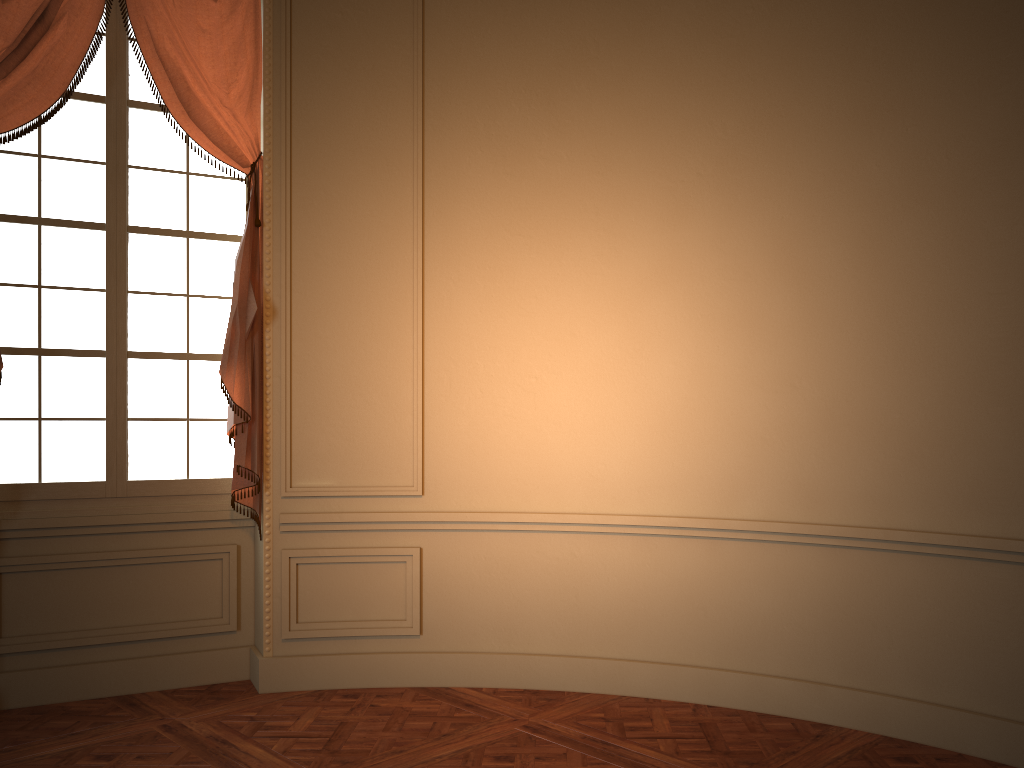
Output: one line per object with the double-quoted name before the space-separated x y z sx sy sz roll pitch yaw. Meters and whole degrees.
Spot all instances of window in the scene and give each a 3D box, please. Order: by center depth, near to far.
"window" -1.947 -0.776 4.363 1.330 2.840 0.046 0 0 -26

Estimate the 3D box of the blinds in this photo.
"blinds" -1.823 -0.719 4.117 1.357 2.980 0.280 0 0 -26
